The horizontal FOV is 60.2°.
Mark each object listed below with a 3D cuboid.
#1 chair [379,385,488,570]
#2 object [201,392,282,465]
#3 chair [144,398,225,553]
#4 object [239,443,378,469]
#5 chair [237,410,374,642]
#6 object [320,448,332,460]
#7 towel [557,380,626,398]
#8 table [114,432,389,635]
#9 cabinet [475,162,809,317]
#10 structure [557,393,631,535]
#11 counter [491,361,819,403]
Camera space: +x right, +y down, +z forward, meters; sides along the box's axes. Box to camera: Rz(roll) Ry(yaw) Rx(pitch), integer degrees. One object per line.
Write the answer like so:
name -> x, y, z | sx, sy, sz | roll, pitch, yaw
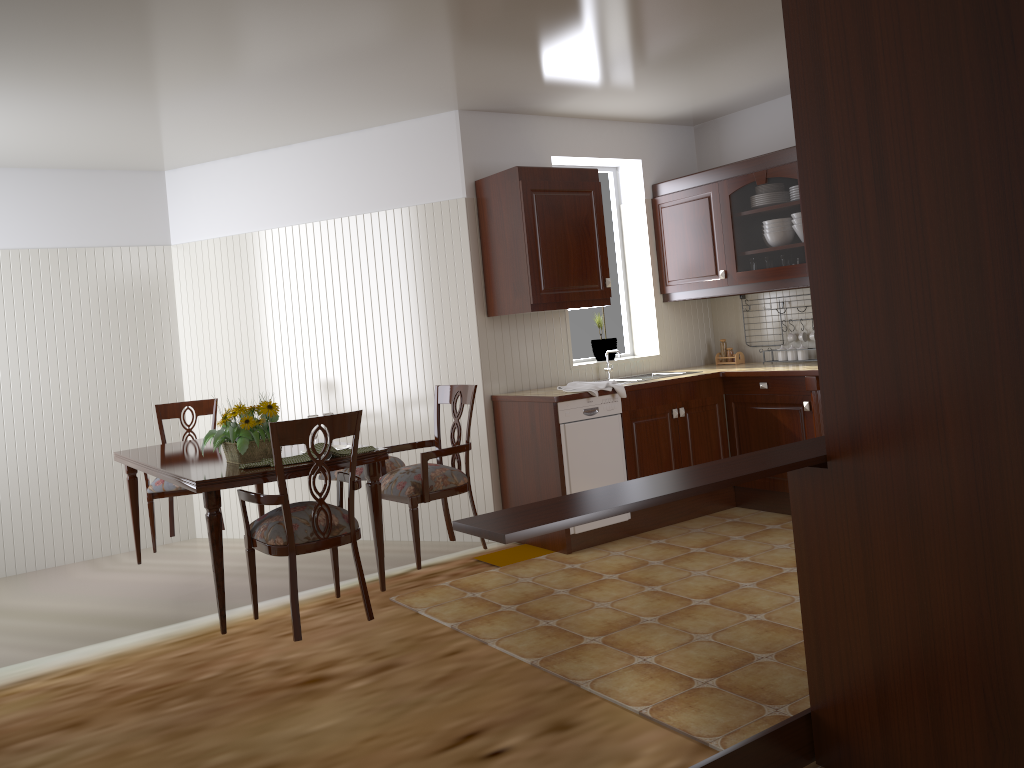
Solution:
chair -> -0.383, 0.399, 4.005 | 0.461, 0.746, 0.403 | -6, 0, -37
object -> -1.053, 0.168, 3.502 | 0.319, 0.338, 0.298 | -6, 1, -42
chair -> -1.764, 0.478, 4.800 | 0.405, 0.746, 0.459 | -5, 0, -12
object -> -0.764, 0.259, 3.353 | 0.529, 0.056, 0.166 | -7, 3, -20
chair -> -0.749, 0.482, 3.220 | 0.406, 0.746, 0.458 | -5, 0, -34
object -> -0.718, 0.258, 3.355 | 0.047, 0.046, 0.146 | -6, 3, -20
towel -> 0.446, 0.035, 4.748 | 0.342, 0.097, 0.331 | -4, 3, 19
table -> -1.196, 0.572, 3.897 | 0.737, 0.558, 1.674 | -7, 3, -34
cabinet -> 1.160, -0.846, 4.268 | 1.373, 0.779, 2.774 | -7, 4, -34
structure -> 0.343, 0.445, 4.804 | 0.425, 0.747, 0.378 | -5, 0, -34
counter -> 1.406, -0.023, 4.365 | 1.831, 0.032, 2.776 | -8, 4, -34
